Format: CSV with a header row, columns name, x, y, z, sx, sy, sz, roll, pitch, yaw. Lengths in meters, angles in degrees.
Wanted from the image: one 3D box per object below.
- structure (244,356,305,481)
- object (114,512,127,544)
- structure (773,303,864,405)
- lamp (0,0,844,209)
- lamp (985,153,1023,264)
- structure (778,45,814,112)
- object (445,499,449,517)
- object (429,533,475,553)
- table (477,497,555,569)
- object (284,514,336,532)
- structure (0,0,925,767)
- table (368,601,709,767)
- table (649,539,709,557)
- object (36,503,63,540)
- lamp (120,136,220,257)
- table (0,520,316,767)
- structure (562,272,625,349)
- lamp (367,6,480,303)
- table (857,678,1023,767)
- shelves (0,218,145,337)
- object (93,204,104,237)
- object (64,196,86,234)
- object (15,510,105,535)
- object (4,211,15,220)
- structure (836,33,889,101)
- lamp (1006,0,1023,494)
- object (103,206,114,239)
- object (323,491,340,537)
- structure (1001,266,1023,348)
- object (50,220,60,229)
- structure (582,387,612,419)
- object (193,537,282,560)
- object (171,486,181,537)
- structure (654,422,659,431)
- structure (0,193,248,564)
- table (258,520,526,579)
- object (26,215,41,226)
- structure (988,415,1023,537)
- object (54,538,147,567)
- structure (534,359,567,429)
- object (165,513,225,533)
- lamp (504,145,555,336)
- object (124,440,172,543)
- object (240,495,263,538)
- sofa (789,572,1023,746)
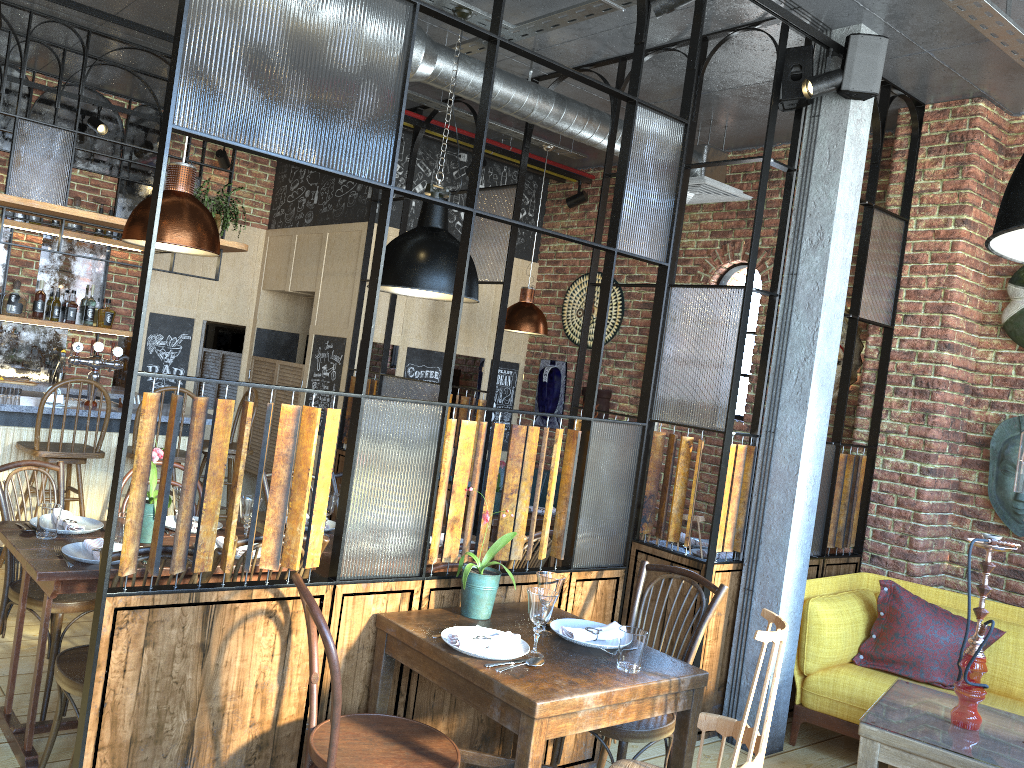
name,x,y,z,sx,sy,sz,roll,pitch,yaw
structure,-3.080,0.174,5.510,1.317,0.994,4.814,8,1,23
object,-1.444,0.540,3.245,0.086,0.119,0.082,8,0,12
structure,1.879,-0.206,5.487,0.121,0.726,0.617,8,0,-41
lamp,-1.348,-1.741,4.124,6.886,0.274,6.565,7,1,-40
lamp,1.071,-0.841,1.248,0.512,1.326,0.547,8,0,-23
structure,1.317,-1.416,4.096,0.191,0.268,0.159,8,0,23
object,-0.284,0.652,4.192,0.096,0.192,0.100,8,0,-15
object,-0.253,0.729,4.050,0.310,0.051,0.282,7,1,-37
table,-0.142,1.170,6.237,0.709,0.603,0.779,7,1,-40
object,-0.943,0.634,4.055,0.310,0.051,0.282,7,1,-37
structure,-2.023,-0.434,4.271,6.311,3.326,5.582,8,1,34
table,0.036,1.178,2.797,0.715,0.727,0.786,8,1,-40
table,1.165,1.306,4.838,0.715,0.727,0.786,8,1,-40
object,-1.703,0.505,3.238,0.088,0.119,0.081,8,0,26
lamp,-1.206,-1.177,3.356,0.382,1.335,0.355,8,0,23
table,-1.429,0.968,3.403,0.982,0.727,0.763,7,1,-40
structure,0.628,-0.590,7.020,0.075,0.619,0.694,8,0,-42
lamp,-0.320,-1.070,4.085,0.509,1.326,0.550,8,0,-28
table,1.788,1.524,3.136,0.979,0.508,0.716,8,1,35
shelves,-3.904,-0.868,6.743,2.019,0.746,0.633,7,1,-39
object,-3.258,-1.291,6.967,0.069,0.263,0.063,8,0,44
object,-3.388,-1.317,6.845,0.162,0.283,0.127,8,0,-26
object,-1.736,0.534,3.403,0.310,0.051,0.282,7,1,-37
object,-3.738,-1.350,6.562,0.074,0.263,0.082,8,0,-39
structure,1.519,-1.384,3.854,0.166,0.268,0.184,8,0,0
lamp,2.018,-0.479,3.279,0.282,2.119,0.515,8,0,-17
object,-3.202,-1.283,7.013,0.069,0.263,0.063,8,0,37
object,-0.829,0.581,3.925,0.095,0.192,0.101,8,0,-20
structure,2.779,-0.404,4.469,0.140,0.521,0.557,8,0,-41
object,-3.497,-1.321,6.769,0.063,0.263,0.069,8,0,-40
structure,0.618,0.358,6.844,0.152,0.655,0.273,8,0,-40
object,-1.047,0.629,3.402,0.310,0.051,0.282,7,1,-37
object,-1.332,0.517,3.550,0.100,0.192,0.097,8,0,7
structure,1.048,-0.113,6.433,0.089,1.120,0.243,8,0,-40
structure,-3.335,-0.059,5.964,2.229,2.174,1.824,7,0,-40
table,-0.601,1.072,4.088,0.982,0.727,0.763,7,1,-40
object,-3.601,-1.335,6.668,0.111,0.265,0.122,8,0,-39
structure,2.626,0.465,4.502,0.099,0.639,0.385,8,0,-40
object,-1.413,0.583,3.083,0.310,0.051,0.282,7,1,-37
structure,0.297,0.079,7.278,0.109,0.559,0.339,8,0,-40
object,-1.368,0.581,3.701,0.310,0.051,0.282,7,1,-37
lamp,0.164,-1.027,6.264,0.386,1.335,0.350,8,0,42
object,-1.394,0.391,3.415,0.146,0.426,0.204,8,0,-7
object,-1.067,0.553,3.554,0.095,0.192,0.101,8,0,-20
sofa,2.344,1.461,3.901,2.087,0.763,0.754,8,1,35
